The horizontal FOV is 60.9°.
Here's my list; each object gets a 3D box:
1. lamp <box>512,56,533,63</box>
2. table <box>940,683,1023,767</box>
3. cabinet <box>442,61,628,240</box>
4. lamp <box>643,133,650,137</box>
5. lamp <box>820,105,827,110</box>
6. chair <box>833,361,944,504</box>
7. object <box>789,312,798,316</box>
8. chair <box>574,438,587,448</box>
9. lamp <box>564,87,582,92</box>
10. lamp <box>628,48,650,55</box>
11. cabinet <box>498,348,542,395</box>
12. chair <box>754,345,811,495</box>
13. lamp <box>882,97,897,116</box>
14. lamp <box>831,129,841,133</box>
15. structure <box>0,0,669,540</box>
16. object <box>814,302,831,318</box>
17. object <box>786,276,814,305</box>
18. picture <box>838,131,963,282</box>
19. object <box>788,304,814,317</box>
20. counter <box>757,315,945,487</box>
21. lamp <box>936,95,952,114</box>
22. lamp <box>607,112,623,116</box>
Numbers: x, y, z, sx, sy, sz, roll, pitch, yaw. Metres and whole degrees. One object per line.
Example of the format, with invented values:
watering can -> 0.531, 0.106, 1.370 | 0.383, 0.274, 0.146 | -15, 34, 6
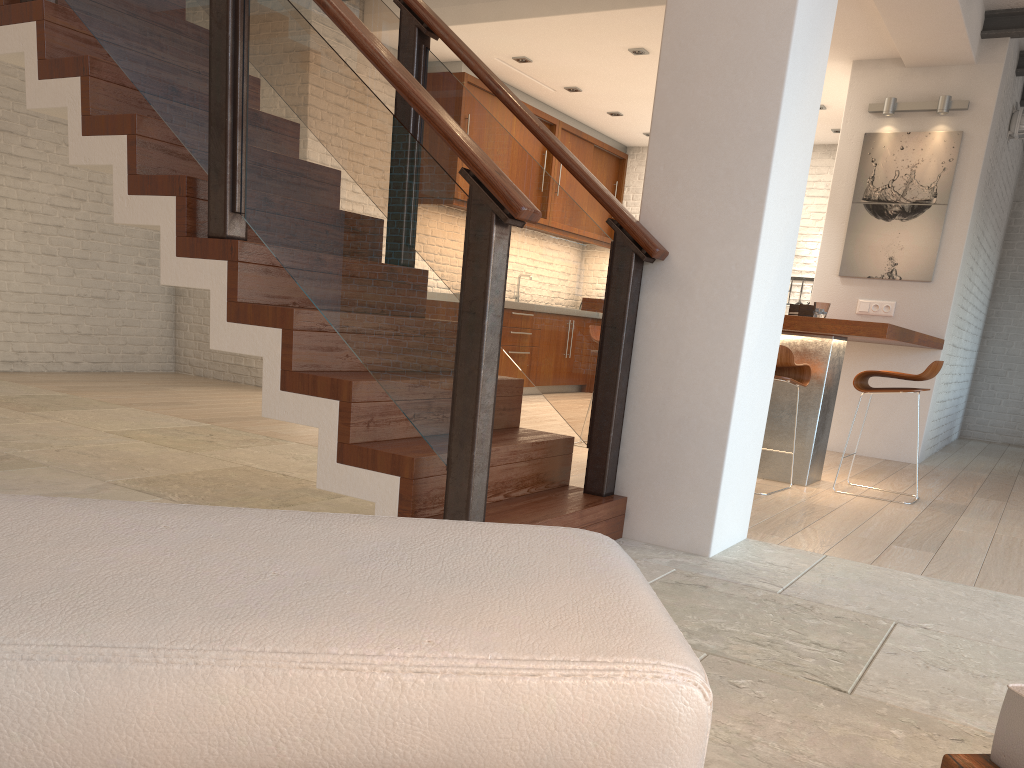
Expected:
lamp -> 0.086, -2.666, 7.114 | 0.122, 0.057, 0.122 | 9, 7, 31
table -> 1.455, 0.704, 0.161 | 1.974, 0.443, 2.136 | 5, 5, -8
cabinet -> 0.239, -2.176, 8.960 | 0.453, 1.200, 3.295 | 13, 9, 31
lamp -> 1.486, -2.694, 9.348 | 0.122, 0.057, 0.122 | 9, 7, 31
lamp -> 2.684, -2.446, 7.645 | 0.122, 0.057, 0.122 | 9, 7, 31
chair -> 2.115, 0.241, 4.861 | 0.415, 0.801, 0.396 | 13, 14, 30
object -> 1.739, -0.372, 4.891 | 0.388, 0.036, 0.196 | 9, 5, 34
chair -> 0.672, 0.034, 5.693 | 0.415, 0.801, 0.396 | 13, 14, 30
lamp -> 0.553, -2.675, 7.859 | 0.122, 0.057, 0.122 | 9, 7, 31
lamp -> 0.963, -2.540, 6.608 | 0.122, 0.057, 0.122 | 9, 7, 31
cabinet -> 1.415, -1.192, 8.864 | 4.787, 2.932, 2.187 | 5, 10, -5
chair -> 1.319, 0.173, 4.707 | 0.398, 0.801, 0.414 | 13, 14, 30
lamp -> 2.690, -1.975, 6.210 | 0.079, 0.108, 0.077 | -1, 12, -30
lamp -> 3.150, -2.455, 8.389 | 0.122, 0.057, 0.122 | 9, 7, 31
structure -> 0.570, -1.562, 3.520 | 9.994, 4.276, 13.660 | 9, 6, 31
object -> 1.721, -0.409, 4.856 | 0.090, 0.087, 0.089 | -3, 13, -43
object -> 3.222, -0.927, 9.245 | 0.659, 0.403, 0.137 | 10, 13, 30
picture -> 2.807, -1.286, 6.336 | 0.644, 1.050, 0.019 | 12, 15, 29
object -> 1.654, -0.412, 4.983 | 0.094, 0.085, 0.110 | 3, 8, -14
counter -> 1.734, 0.052, 5.818 | 1.659, 0.950, 2.461 | 10, 7, 31
lamp -> 2.991, -1.932, 6.036 | 0.079, 0.108, 0.077 | -1, 12, -30
lamp -> 1.020, -2.685, 8.604 | 0.122, 0.057, 0.122 | 9, 7, 31
